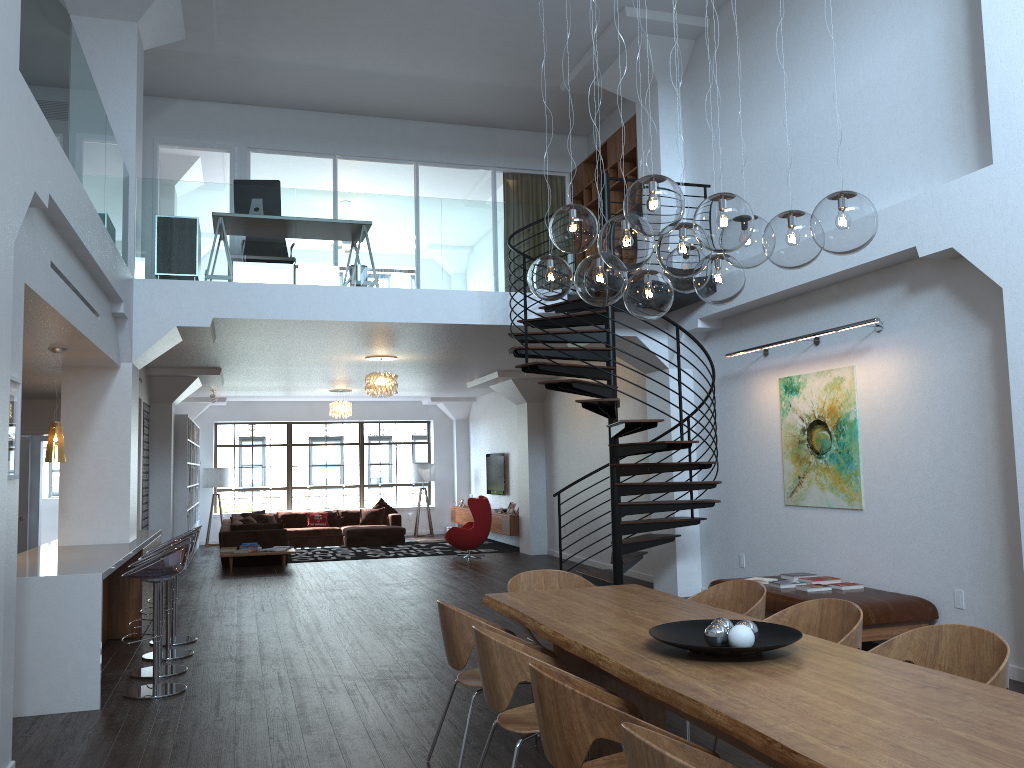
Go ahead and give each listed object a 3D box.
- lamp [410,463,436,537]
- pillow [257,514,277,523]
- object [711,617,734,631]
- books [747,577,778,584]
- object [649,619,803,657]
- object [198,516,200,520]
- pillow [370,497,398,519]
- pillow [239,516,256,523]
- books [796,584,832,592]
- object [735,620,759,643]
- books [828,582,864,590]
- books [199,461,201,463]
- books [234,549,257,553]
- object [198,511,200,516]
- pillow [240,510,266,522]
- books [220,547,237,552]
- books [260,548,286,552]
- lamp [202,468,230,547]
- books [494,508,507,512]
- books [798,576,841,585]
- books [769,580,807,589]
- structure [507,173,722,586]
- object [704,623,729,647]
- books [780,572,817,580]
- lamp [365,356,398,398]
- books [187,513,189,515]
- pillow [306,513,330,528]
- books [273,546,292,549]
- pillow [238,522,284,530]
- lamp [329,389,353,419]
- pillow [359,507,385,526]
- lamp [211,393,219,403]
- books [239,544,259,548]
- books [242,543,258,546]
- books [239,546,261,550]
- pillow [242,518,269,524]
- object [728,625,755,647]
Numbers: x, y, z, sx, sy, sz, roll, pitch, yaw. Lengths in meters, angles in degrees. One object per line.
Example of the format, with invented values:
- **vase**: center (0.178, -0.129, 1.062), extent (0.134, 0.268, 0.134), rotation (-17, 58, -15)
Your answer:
- **lamp**: center (-1.944, 2.538, 19.448), extent (0.545, 1.579, 0.545), rotation (-1, -5, -6)
- **pillow**: center (-4.878, 2.735, 17.617), extent (0.238, 0.337, 0.489), rotation (-6, -7, 42)
- **object**: center (0.849, 0.994, 3.581), extent (0.100, 0.100, 0.100), rotation (-4, -6, 28)
- **books**: center (2.126, 1.679, 7.576), extent (0.161, 0.031, 0.223), rotation (3, -7, -39)
- **object**: center (0.840, 1.015, 3.506), extent (0.592, 0.066, 0.592), rotation (-4, -6, 31)
- **object**: center (-6.460, 2.708, 17.826), extent (0.331, 0.088, 0.410), rotation (0, -5, -17)
- **pillow**: center (-2.737, 2.662, 18.477), extent (0.651, 0.587, 0.335), rotation (3, -7, -38)
- **pillow**: center (-4.733, 2.588, 16.076), extent (0.325, 0.391, 0.625), rotation (-1, -5, -1)
- **books**: center (2.399, 1.621, 7.052), extent (0.224, 0.032, 0.161), rotation (0, -5, -17)
- **object**: center (0.928, 0.986, 3.517), extent (0.100, 0.100, 0.100), rotation (-4, -6, 28)
- **books**: center (2.677, 1.620, 7.110), extent (0.224, 0.036, 0.161), rotation (1, -6, -23)
- **books**: center (-6.473, 1.575, 17.935), extent (0.284, 0.033, 0.197), rotation (-1, -5, -2)
- **books**: center (-4.072, 2.549, 13.549), extent (0.236, 0.035, 0.340), rotation (-2, -5, 8)
- **object**: center (-6.462, 2.620, 17.834), extent (0.331, 0.088, 0.410), rotation (0, -5, -17)
- **pillow**: center (-5.090, 2.726, 17.654), extent (0.580, 0.418, 0.334), rotation (4, -7, -44)
- **books**: center (-4.408, 2.575, 13.803), extent (0.241, 0.045, 0.334), rotation (0, -5, -16)
- **books**: center (-3.685, 2.548, 13.658), extent (0.342, 0.040, 0.231), rotation (-4, -6, 23)
- **lamp**: center (-6.098, 2.528, 18.283), extent (0.545, 1.579, 0.545), rotation (1, -6, -28)
- **books**: center (-0.157, 2.394, 16.791), extent (0.250, 0.053, 0.400), rotation (0, -5, -17)
- **books**: center (2.577, 1.647, 7.425), extent (0.283, 0.043, 0.197), rotation (0, -6, -18)
- **books**: center (2.267, 1.644, 7.287), extent (0.247, 0.040, 0.185), rotation (0, -5, -14)
- **structure**: center (0.972, 0.082, 8.615), extent (1.998, 4.352, 1.998), rotation (-5, -6, 34)
- **object**: center (0.807, 0.992, 3.490), extent (0.100, 0.100, 0.100), rotation (-4, -6, 28)
- **books**: center (2.502, 1.679, 7.734), extent (0.254, 0.044, 0.183), rotation (1, -6, -22)
- **lamp**: center (-1.770, -0.089, 12.015), extent (0.441, 0.539, 0.442), rotation (-4, -6, 25)
- **books**: center (-5.244, 2.062, 14.039), extent (0.223, 0.027, 0.161), rotation (-1, -5, -8)
- **pillow**: center (-3.953, 2.769, 18.046), extent (0.465, 0.308, 0.220), rotation (1, -6, -21)
- **books**: center (-3.637, 2.582, 14.031), extent (0.256, 0.035, 0.350), rotation (-2, -5, 8)
- **pillow**: center (-4.099, 2.449, 14.505), extent (0.750, 0.364, 0.289), rotation (0, -6, -18)
- **lamp**: center (-3.248, 0.388, 16.832), extent (0.441, 0.539, 0.442), rotation (-4, -6, 25)
- **pillow**: center (-2.884, 2.728, 18.252), extent (0.542, 0.362, 0.248), rotation (-2, -5, 4)
- **lamp**: center (-5.619, 0.263, 16.741), extent (0.120, 0.211, 0.111), rotation (4, -7, -43)
- **books**: center (-4.129, 2.551, 13.958), extent (0.279, 0.035, 0.191), rotation (-1, -5, -7)
- **books**: center (-4.124, 2.519, 13.960), extent (0.224, 0.027, 0.157), rotation (0, -5, -12)
- **books**: center (-4.122, 2.586, 13.952), extent (0.312, 0.037, 0.216), rotation (1, -6, -27)
- **pillow**: center (-4.214, 2.432, 14.751), extent (0.559, 0.411, 0.269), rotation (-4, -6, 29)
- **object**: center (0.886, 0.981, 3.425), extent (0.100, 0.100, 0.100), rotation (-4, -6, 28)
